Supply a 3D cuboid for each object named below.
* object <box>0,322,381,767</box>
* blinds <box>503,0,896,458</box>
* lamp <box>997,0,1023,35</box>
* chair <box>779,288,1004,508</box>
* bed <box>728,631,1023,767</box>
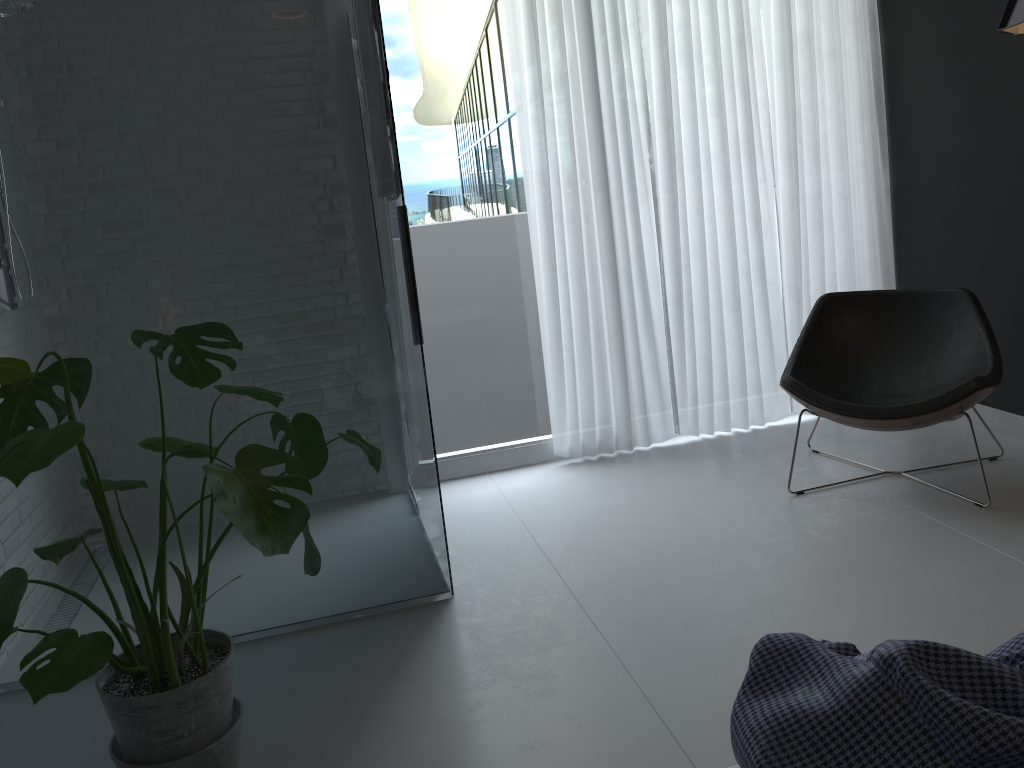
[{"bbox_3d":[-0.770,0.389,2.104,0.850,1.037,1.004,-6,10,6],"label":"object"},{"bbox_3d":[0.940,-1.092,4.125,1.857,2.668,0.138,-9,8,-12],"label":"blinds"},{"bbox_3d":[1.606,-1.447,2.330,0.582,0.893,0.616,-6,9,6],"label":"lamp"},{"bbox_3d":[1.483,0.017,3.471,0.788,0.683,0.825,-1,12,30],"label":"chair"},{"bbox_3d":[0.143,0.143,0.428,2.614,2.020,2.585,-9,11,-12],"label":"bed"}]
